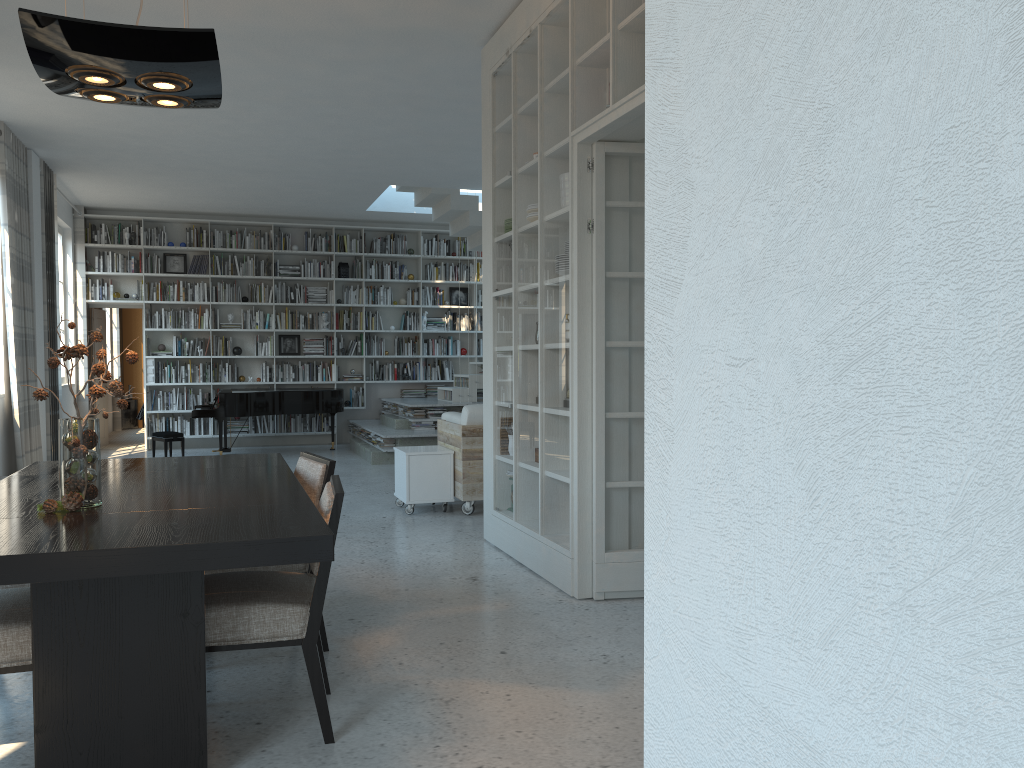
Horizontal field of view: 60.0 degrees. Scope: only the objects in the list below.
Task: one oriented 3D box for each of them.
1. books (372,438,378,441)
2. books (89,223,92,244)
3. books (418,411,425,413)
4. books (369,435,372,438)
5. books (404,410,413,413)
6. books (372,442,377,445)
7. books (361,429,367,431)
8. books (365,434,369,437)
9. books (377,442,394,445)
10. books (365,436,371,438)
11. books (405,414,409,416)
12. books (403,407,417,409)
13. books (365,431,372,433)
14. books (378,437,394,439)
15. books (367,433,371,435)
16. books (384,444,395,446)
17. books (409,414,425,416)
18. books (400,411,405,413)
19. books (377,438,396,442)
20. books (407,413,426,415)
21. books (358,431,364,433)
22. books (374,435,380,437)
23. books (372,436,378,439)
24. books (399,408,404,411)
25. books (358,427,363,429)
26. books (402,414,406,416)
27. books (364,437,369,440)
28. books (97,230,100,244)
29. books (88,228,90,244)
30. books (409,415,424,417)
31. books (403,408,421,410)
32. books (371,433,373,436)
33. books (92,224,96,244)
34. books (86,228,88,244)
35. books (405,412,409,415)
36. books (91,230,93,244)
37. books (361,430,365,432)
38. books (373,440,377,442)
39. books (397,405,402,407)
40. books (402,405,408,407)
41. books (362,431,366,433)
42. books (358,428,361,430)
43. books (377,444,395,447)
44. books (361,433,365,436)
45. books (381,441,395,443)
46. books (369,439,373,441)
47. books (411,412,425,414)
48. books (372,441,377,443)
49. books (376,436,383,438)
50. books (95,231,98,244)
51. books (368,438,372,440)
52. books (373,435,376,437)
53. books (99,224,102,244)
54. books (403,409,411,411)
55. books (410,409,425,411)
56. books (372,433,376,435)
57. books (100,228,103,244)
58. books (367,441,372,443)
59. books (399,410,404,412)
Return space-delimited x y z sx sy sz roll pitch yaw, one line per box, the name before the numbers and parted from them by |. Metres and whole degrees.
books | -1.597 0.676 10.822 0.191 0.015 0.246 -1 2 -17
books | -5.592 -1.983 11.773 0.014 0.286 0.175 -1 2 -18
books | -1.171 0.351 11.264 0.091 0.011 0.190 -1 2 -20
books | -1.688 0.654 11.108 0.180 0.017 0.182 -1 2 -21
books | -1.299 0.353 11.514 0.177 0.026 0.230 -1 2 -18
books | -1.603 0.726 10.821 0.191 0.016 0.208 -1 1 -13
books | -1.882 0.605 11.690 0.179 0.012 0.249 -1 2 -21
books | -1.780 0.660 11.400 0.160 0.025 0.244 -1 2 -23
books | -1.506 0.701 10.532 0.187 0.017 0.205 -1 1 -13
books | -1.782 0.678 11.400 0.177 0.011 0.220 -1 2 -16
books | -1.295 0.398 11.517 0.154 0.007 0.292 -1 2 -15
books | -1.301 0.309 11.512 0.171 0.007 0.260 -1 2 -20
books | -1.782 0.615 11.397 0.170 0.014 0.281 -1 2 -21
books | -1.496 0.639 10.533 0.165 0.015 0.243 -1 1 -14
books | -1.770 0.639 11.402 0.142 0.017 0.239 -1 2 -22
books | -1.472 0.716 10.544 0.132 0.014 0.205 -1 2 -18
books | -1.202 0.396 11.256 0.152 0.015 0.208 -1 2 -21
books | -1.391 0.373 11.806 0.167 0.024 0.192 -1 2 -17
books | -1.495 0.660 10.534 0.156 0.027 0.287 -1 2 -23
books | -1.215 0.376 11.251 0.184 0.014 0.297 -1 2 -19
books | -1.971 0.646 11.989 0.159 0.011 0.246 -1 2 -22
books | -1.509 0.614 10.528 0.192 0.014 0.256 -1 2 -22
books | -1.596 0.652 10.821 0.168 0.013 0.281 -1 2 -23
books | -1.397 0.332 11.802 0.174 0.029 0.250 -1 2 -20
books | -1.975 0.595 11.986 0.171 0.015 0.252 -1 2 -21
books | -1.383 0.406 11.810 0.132 0.016 0.262 -1 1 -13
books | -1.791 0.697 11.397 0.189 0.009 0.290 -1 2 -15
books | -5.504 -1.939 11.829 0.031 0.196 0.145 -1 2 -18
books | -5.612 -1.952 11.778 0.023 0.223 0.150 -1 2 -18
books | -1.208 0.410 11.254 0.161 0.014 0.212 -1 1 -14
books | -1.302 0.319 11.512 0.168 0.013 0.281 -1 2 -21
books | -1.675 0.632 11.111 0.141 0.028 0.222 -1 2 -23
books | -5.550 -1.975 11.785 0.025 0.269 0.177 -1 2 -18
books | -5.638 -1.954 11.780 0.024 0.228 0.129 -1 2 -18
books | -1.290 0.380 11.518 0.155 0.028 0.189 -1 2 -17
books | -5.575 -1.938 11.784 0.024 0.195 0.167 -1 2 -18
books | -1.879 0.618 11.692 0.165 0.014 0.235 -1 2 -23
books | -1.585 0.700 10.826 0.170 0.006 0.268 -1 2 -18
books | -1.410 0.294 11.797 0.192 0.014 0.256 -1 2 -22
books | -1.314 0.287 11.506 0.189 0.022 0.237 -1 1 -13
books | -1.871 0.629 11.695 0.169 0.009 0.241 -1 2 -18
books | -1.982 0.611 11.984 0.182 0.016 0.198 -1 1 -13
books | -1.500 0.732 10.535 0.184 0.017 0.230 -1 2 -16
books | -1.880 0.662 11.693 0.182 0.013 0.287 -1 2 -17
books | -1.476 0.682 10.541 0.137 0.019 0.224 -1 2 -17
books | -1.686 0.696 11.110 0.180 0.008 0.267 -1 2 -19
books | -1.192 0.363 11.258 0.137 0.012 0.242 -1 2 -17
books | -1.600 0.706 10.822 0.191 0.006 0.275 -1 2 -16
books | -1.502 0.626 10.531 0.176 0.010 0.266 -1 2 -22
books | -5.524 -1.934 11.796 0.028 0.186 0.182 -1 2 -18
books | -1.692 0.686 11.108 0.189 0.013 0.215 -1 2 -20
books | -1.588 0.634 10.823 0.175 0.006 0.251 -1 2 -18
books | -5.480 -1.982 11.818 0.010 0.281 0.160 -1 2 -18
books | -1.304 0.335 11.512 0.187 0.009 0.250 -1 2 -18
books | -1.200 0.331 11.254 0.149 0.014 0.228 -1 2 -20
books | -1.598 0.605 10.819 0.182 0.016 0.256 -1 2 -15
books | -5.466 -1.955 11.832 0.024 0.227 0.157 -1 2 -18
books | -1.697 0.725 11.107 0.193 0.005 0.224 -1 2 -22
books | -1.402 0.354 11.802 0.178 0.015 0.187 -1 1 -13
